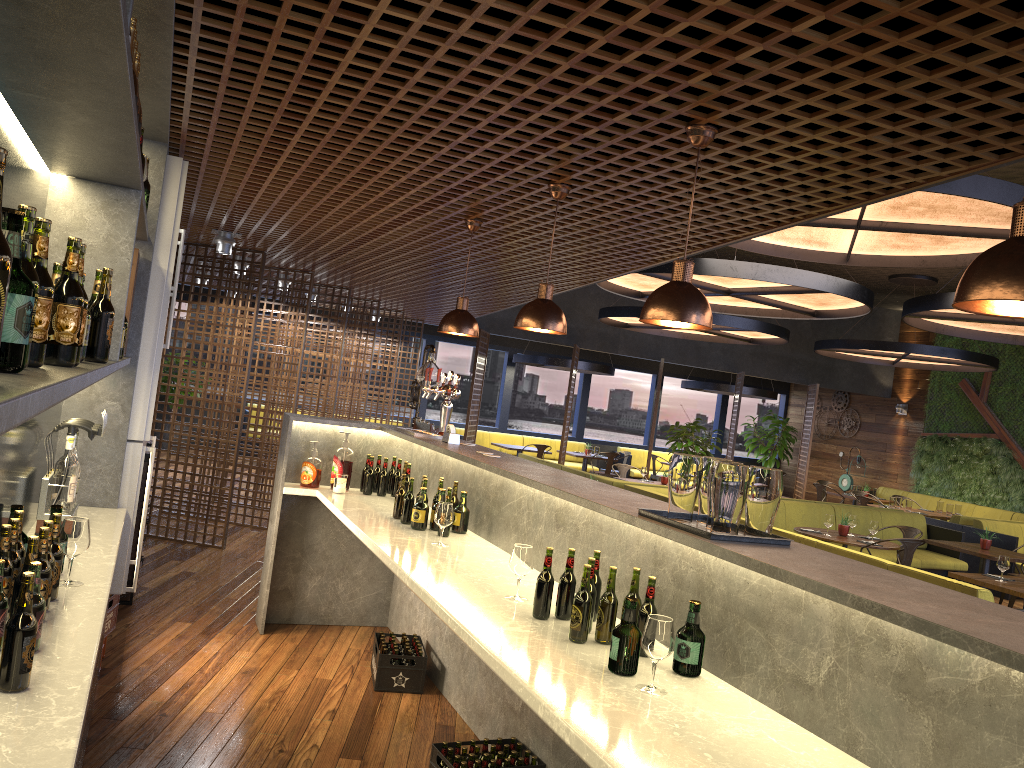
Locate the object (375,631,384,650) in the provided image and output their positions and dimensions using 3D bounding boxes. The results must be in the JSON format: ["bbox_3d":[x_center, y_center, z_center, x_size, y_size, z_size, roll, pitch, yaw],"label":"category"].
[{"bbox_3d":[-0.787,1.570,5.261,0.056,0.205,0.056,8,-1,-39],"label":"object"}]

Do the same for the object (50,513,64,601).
[{"bbox_3d":[-1.350,0.506,2.598,0.063,0.254,0.063,8,-1,-35],"label":"object"}]

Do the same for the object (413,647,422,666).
[{"bbox_3d":[-0.536,1.602,5.046,0.056,0.205,0.057,7,-1,25],"label":"object"}]

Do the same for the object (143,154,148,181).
[{"bbox_3d":[-1.450,-0.779,3.391,0.097,0.206,0.097,7,-1,37],"label":"object"}]

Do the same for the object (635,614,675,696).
[{"bbox_3d":[0.409,0.767,2.521,0.097,0.206,0.097,8,-1,10],"label":"object"}]

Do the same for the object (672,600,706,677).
[{"bbox_3d":[0.550,0.779,2.728,0.088,0.224,0.088,7,-1,33],"label":"object"}]

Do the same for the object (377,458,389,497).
[{"bbox_3d":[-0.847,0.614,5.861,0.063,0.254,0.063,8,-1,-30],"label":"object"}]

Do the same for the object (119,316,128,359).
[{"bbox_3d":[-1.501,-0.225,3.386,0.063,0.254,0.063,8,-1,-19],"label":"object"}]

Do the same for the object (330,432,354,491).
[{"bbox_3d":[-1.116,0.511,5.874,0.133,0.385,0.133,7,-1,18],"label":"object"}]

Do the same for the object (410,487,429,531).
[{"bbox_3d":[-0.485,0.664,4.731,0.088,0.224,0.088,7,-1,23],"label":"object"}]

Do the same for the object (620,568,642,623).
[{"bbox_3d":[0.406,0.748,2.993,0.063,0.254,0.063,8,-1,6],"label":"object"}]

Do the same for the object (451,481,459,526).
[{"bbox_3d":[-0.330,0.673,4.984,0.063,0.254,0.063,7,-1,40],"label":"object"}]

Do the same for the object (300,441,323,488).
[{"bbox_3d":[-1.311,0.526,5.836,0.133,0.301,0.133,8,-1,-16],"label":"object"}]

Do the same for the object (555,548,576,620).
[{"bbox_3d":[0.201,0.723,3.214,0.063,0.254,0.063,7,-1,40],"label":"object"}]

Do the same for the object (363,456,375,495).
[{"bbox_3d":[-0.936,0.602,5.837,0.063,0.254,0.063,8,-1,-35],"label":"object"}]

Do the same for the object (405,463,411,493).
[{"bbox_3d":[-0.674,0.636,5.681,0.063,0.254,0.063,7,-1,40],"label":"object"}]

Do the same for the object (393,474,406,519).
[{"bbox_3d":[-0.626,0.633,5.000,0.063,0.254,0.063,7,-1,20],"label":"object"}]

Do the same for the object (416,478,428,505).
[{"bbox_3d":[-0.496,0.650,4.907,0.063,0.254,0.063,8,-1,6],"label":"object"}]

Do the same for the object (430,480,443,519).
[{"bbox_3d":[-0.412,0.662,4.950,0.063,0.254,0.063,8,-1,-19],"label":"object"}]

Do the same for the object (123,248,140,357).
[{"bbox_3d":[-1.783,-0.370,3.961,0.161,0.475,0.300,8,-1,-22],"label":"object"}]

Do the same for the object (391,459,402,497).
[{"bbox_3d":[-0.763,0.626,5.918,0.063,0.254,0.063,7,-1,40],"label":"object"}]

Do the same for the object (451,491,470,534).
[{"bbox_3d":[-0.273,0.694,4.803,0.088,0.224,0.088,8,-1,-27],"label":"object"}]

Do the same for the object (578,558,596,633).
[{"bbox_3d":[0.260,0.729,3.068,0.063,0.254,0.063,8,-1,-30],"label":"object"}]

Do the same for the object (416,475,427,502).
[{"bbox_3d":[-0.514,0.649,5.055,0.063,0.254,0.063,7,-1,40],"label":"object"}]

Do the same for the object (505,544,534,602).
[{"bbox_3d":[0.031,0.727,3.426,0.097,0.206,0.097,7,-1,28],"label":"object"}]

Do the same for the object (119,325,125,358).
[{"bbox_3d":[-1.466,-0.207,3.251,0.088,0.224,0.088,7,-1,38],"label":"object"}]

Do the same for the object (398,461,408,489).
[{"bbox_3d":[-0.707,0.632,5.795,0.063,0.254,0.063,8,-1,6],"label":"object"}]

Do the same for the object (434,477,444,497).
[{"bbox_3d":[-0.418,0.662,5.075,0.063,0.254,0.063,8,-1,-25],"label":"object"}]

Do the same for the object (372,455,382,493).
[{"bbox_3d":[-0.913,0.608,6.017,0.063,0.254,0.063,7,-1,20],"label":"object"}]

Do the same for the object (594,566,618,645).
[{"bbox_3d":[0.322,0.736,2.959,0.063,0.254,0.063,8,-1,6],"label":"object"}]

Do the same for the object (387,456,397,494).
[{"bbox_3d":[-0.817,0.621,6.054,0.063,0.254,0.063,7,-1,40],"label":"object"}]

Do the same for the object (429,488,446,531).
[{"bbox_3d":[-0.389,0.678,4.788,0.088,0.224,0.088,8,-1,8],"label":"object"}]

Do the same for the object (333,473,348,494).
[{"bbox_3d":[-1.109,0.643,5.729,0.088,0.123,0.088,8,-1,-16],"label":"object"}]

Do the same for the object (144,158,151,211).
[{"bbox_3d":[-1.533,-0.811,3.675,0.063,0.254,0.063,8,-1,6],"label":"object"}]

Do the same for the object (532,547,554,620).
[{"bbox_3d":[0.119,0.712,3.174,0.063,0.254,0.063,8,-1,-25],"label":"object"}]

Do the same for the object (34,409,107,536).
[{"bbox_3d":[-1.763,0.341,3.550,0.204,0.492,0.310,8,-1,-22],"label":"object"}]

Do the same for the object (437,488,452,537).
[{"bbox_3d":[-0.342,0.667,4.622,0.063,0.254,0.063,8,-1,-34],"label":"object"}]

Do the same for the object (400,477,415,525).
[{"bbox_3d":[-0.566,0.640,4.862,0.063,0.254,0.063,7,-1,31],"label":"object"}]

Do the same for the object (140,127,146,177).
[{"bbox_3d":[-1.344,-0.791,3.168,0.063,0.254,0.063,8,-1,-25],"label":"object"}]

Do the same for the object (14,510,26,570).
[{"bbox_3d":[-1.443,0.493,2.566,0.063,0.254,0.063,8,-1,-40],"label":"object"}]

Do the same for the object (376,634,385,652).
[{"bbox_3d":[-0.769,1.572,5.198,0.056,0.205,0.056,8,-1,-24],"label":"object"}]

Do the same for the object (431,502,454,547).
[{"bbox_3d":[-0.340,0.688,4.360,0.097,0.206,0.097,8,-1,10],"label":"object"}]

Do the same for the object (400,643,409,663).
[{"bbox_3d":[-0.614,1.592,5.094,0.056,0.205,0.056,8,-1,16],"label":"object"}]

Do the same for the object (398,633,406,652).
[{"bbox_3d":[-0.658,1.588,5.290,0.056,0.205,0.056,8,-1,-9],"label":"object"}]

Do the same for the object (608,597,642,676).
[{"bbox_3d":[0.343,0.750,2.648,0.088,0.224,0.088,8,-1,8],"label":"object"}]

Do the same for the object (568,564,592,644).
[{"bbox_3d":[0.233,0.724,2.928,0.063,0.254,0.063,8,-1,-19],"label":"object"}]

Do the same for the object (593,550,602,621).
[{"bbox_3d":[0.297,0.737,3.249,0.063,0.254,0.063,8,-1,-20],"label":"object"}]

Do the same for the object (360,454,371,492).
[{"bbox_3d":[-0.976,0.598,5.960,0.063,0.254,0.063,8,-1,-30],"label":"object"}]

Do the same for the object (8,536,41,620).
[{"bbox_3d":[-1.241,0.517,2.270,0.063,0.254,0.063,8,-1,6],"label":"object"}]

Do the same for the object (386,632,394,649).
[{"bbox_3d":[-0.727,1.579,5.275,0.057,0.205,0.056,7,-1,25],"label":"object"}]

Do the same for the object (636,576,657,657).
[{"bbox_3d":[0.439,0.752,2.876,0.063,0.254,0.063,8,-1,-15],"label":"object"}]
